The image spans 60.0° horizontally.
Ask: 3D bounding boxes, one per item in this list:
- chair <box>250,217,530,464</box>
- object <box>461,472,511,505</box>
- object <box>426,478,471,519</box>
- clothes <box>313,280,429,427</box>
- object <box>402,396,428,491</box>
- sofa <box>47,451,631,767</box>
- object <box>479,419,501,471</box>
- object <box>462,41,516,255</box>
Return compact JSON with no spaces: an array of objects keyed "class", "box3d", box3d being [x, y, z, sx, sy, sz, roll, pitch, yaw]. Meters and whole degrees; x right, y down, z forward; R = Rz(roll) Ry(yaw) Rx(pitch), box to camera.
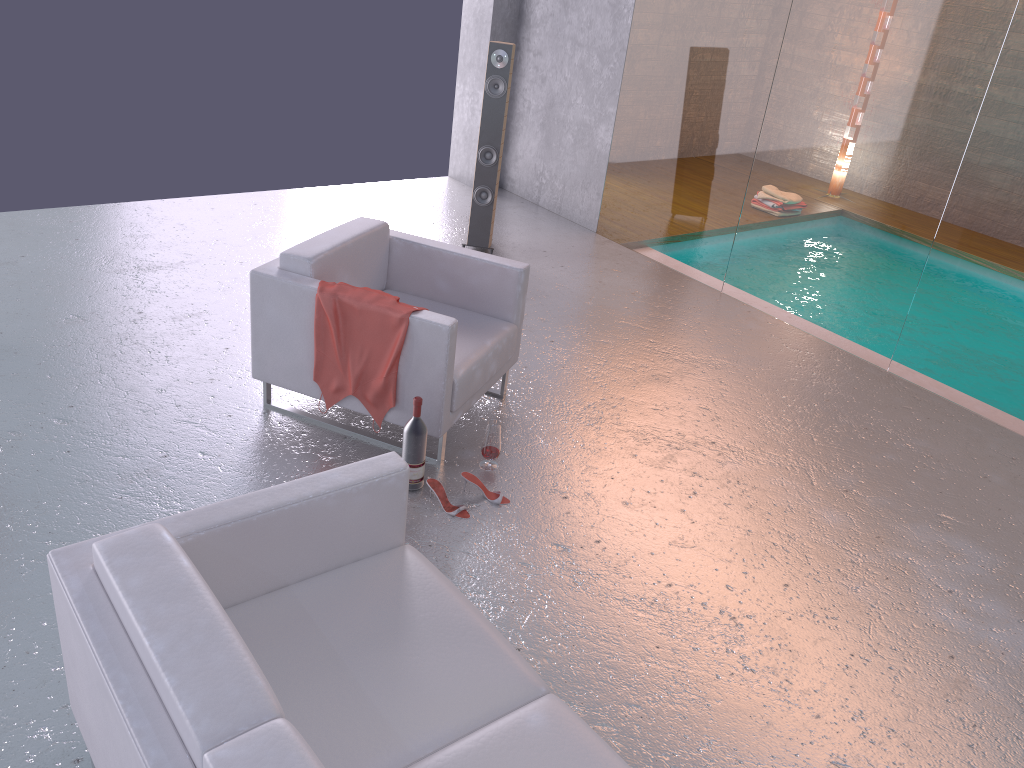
[{"class":"chair","box3d":[-0.564,-0.271,4.337,1.026,0.808,0.936,17,29,17]},{"class":"object","box3d":[-0.113,0.450,3.857,0.235,0.087,0.079,15,29,14]},{"class":"object","box3d":[-0.271,0.486,3.748,0.235,0.087,0.079,21,30,23]},{"class":"clothes","box3d":[-0.640,-0.136,3.984,0.574,0.604,0.254,16,29,16]},{"class":"object","box3d":[-0.415,0.249,3.783,0.109,0.435,0.109,1,28,-13]},{"class":"sofa","box3d":[-0.070,1.098,1.846,1.026,0.824,2.353,-15,35,-36]},{"class":"object","box3d":[-0.093,0.275,4.038,0.091,0.233,0.091,1,28,-12]},{"class":"object","box3d":[-0.147,-1.709,6.441,0.244,1.473,0.444,9,28,3]}]
